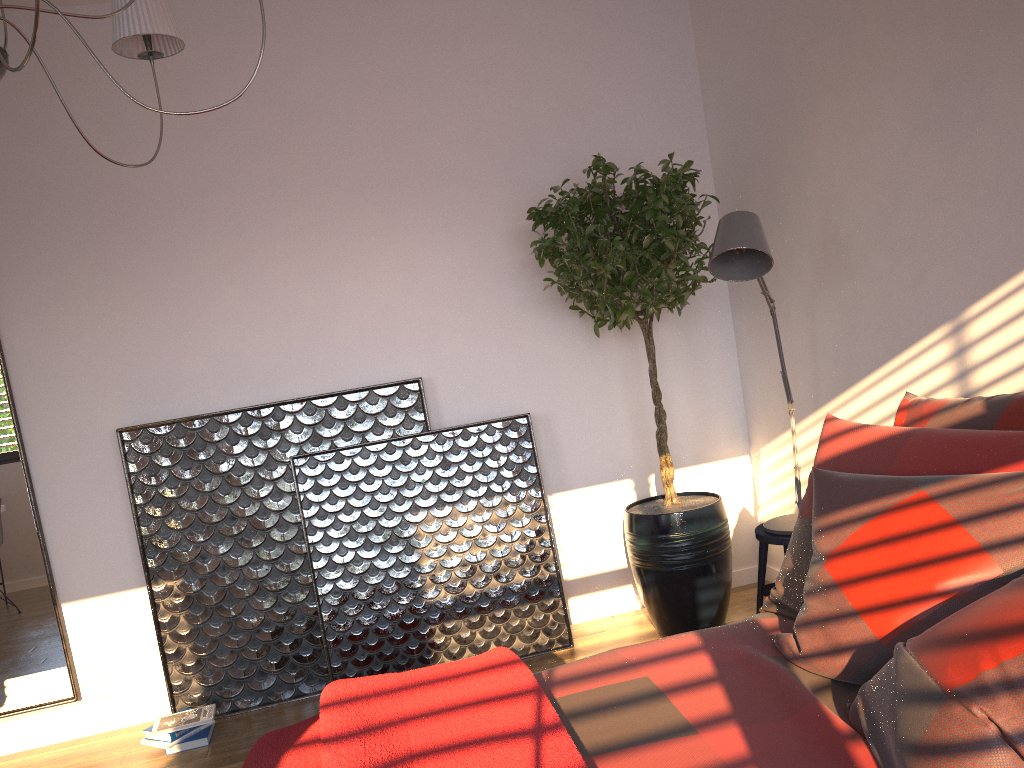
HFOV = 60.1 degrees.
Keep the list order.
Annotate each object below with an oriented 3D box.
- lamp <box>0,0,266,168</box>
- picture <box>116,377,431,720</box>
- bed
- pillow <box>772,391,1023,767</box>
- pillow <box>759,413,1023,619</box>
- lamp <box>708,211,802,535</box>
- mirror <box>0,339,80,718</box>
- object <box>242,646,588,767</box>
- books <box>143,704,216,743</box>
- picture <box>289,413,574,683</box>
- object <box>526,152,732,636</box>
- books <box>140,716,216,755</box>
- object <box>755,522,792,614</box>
[{"bbox_3d":[-1.052,-0.972,1.528,1.244,1.084,1.098,-10,4,-11],"label":"lamp"},{"bbox_3d":[-0.890,0.693,3.745,1.246,1.259,0.171,-10,6,-11],"label":"picture"},{"bbox_3d":[0.492,0.808,1.571,2.309,0.773,2.031,-10,3,-11],"label":"bed"},{"bbox_3d":[1.039,0.423,1.648,1.142,0.737,2.137,-10,3,-13],"label":"pillow"},{"bbox_3d":[1.051,0.388,1.730,0.527,0.554,1.810,-10,3,-10],"label":"pillow"},{"bbox_3d":[0.871,0.000,3.023,0.280,1.133,0.782,-6,6,29],"label":"lamp"},{"bbox_3d":[-2.276,0.452,3.528,0.682,1.864,0.065,-10,6,-11],"label":"mirror"},{"bbox_3d":[-0.143,0.987,1.482,0.682,0.663,2.638,-10,3,-10],"label":"object"},{"bbox_3d":[-1.302,1.327,3.473,0.270,0.050,0.257,-10,3,-15],"label":"books"},{"bbox_3d":[-0.329,0.717,3.746,1.023,1.032,0.209,-10,6,-11],"label":"picture"},{"bbox_3d":[0.561,0.054,3.743,0.800,2.030,0.809,-10,5,-8],"label":"object"},{"bbox_3d":[-1.263,1.371,3.467,0.259,0.050,0.268,-7,4,34],"label":"books"},{"bbox_3d":[1.115,0.764,3.323,0.341,0.483,0.337,-10,5,-11],"label":"object"}]
